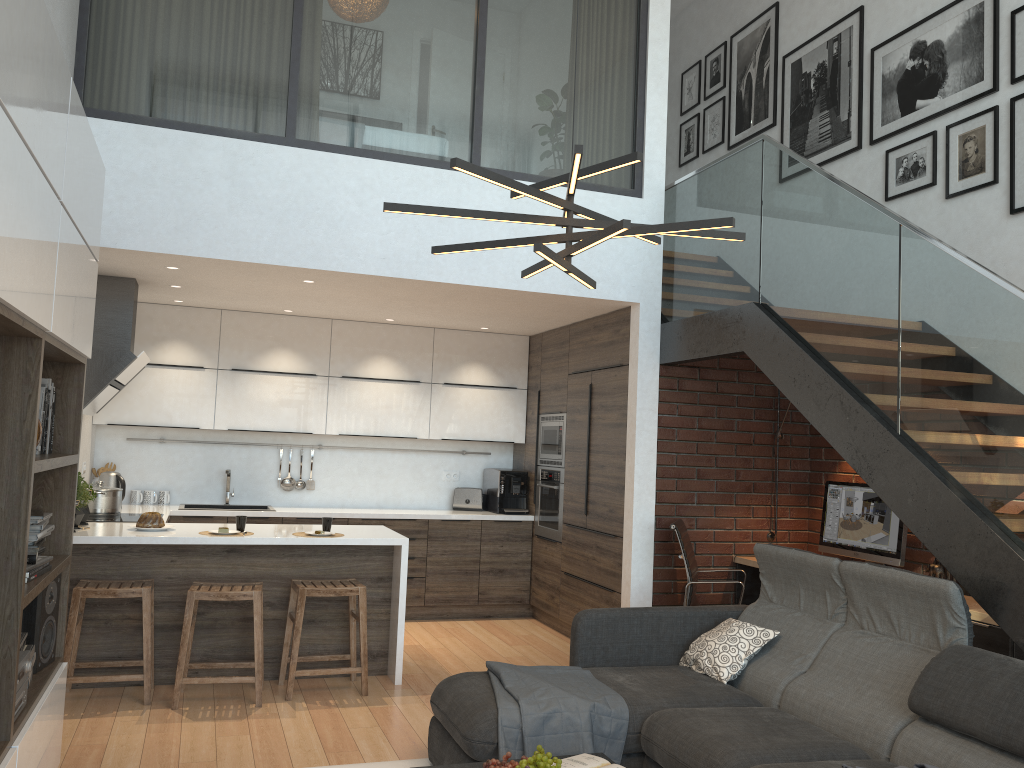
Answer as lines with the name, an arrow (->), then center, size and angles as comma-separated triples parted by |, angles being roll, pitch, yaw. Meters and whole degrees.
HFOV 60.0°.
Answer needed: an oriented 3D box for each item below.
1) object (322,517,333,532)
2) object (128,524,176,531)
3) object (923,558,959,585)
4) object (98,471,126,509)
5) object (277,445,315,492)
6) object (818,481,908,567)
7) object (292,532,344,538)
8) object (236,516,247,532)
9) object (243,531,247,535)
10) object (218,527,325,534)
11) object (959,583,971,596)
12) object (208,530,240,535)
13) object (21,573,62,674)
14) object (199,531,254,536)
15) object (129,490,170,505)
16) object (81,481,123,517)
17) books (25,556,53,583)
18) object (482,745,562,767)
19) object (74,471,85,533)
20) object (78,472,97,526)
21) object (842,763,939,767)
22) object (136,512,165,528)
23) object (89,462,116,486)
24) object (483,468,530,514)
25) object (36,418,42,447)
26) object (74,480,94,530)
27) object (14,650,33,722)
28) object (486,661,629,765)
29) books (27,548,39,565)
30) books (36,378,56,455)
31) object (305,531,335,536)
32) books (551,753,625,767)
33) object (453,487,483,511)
object -> -1.114, 0.851, 5.336 | 0.066, 0.093, 0.066 | -2, -6, 44
object -> -2.087, 0.834, 5.144 | 0.261, 0.021, 0.261 | 4, -4, -25
object -> 2.364, 1.039, 4.911 | 0.149, 0.160, 0.252 | 3, -4, -10
object -> -2.886, 0.763, 6.367 | 0.179, 0.270, 0.220 | 5, -5, -32
object -> -1.793, 0.697, 7.364 | 0.320, 0.389, 0.069 | 4, -4, -18
object -> 2.066, 0.875, 5.436 | 0.431, 0.535, 0.716 | 4, -4, -19
object -> -1.146, 0.892, 5.252 | 0.304, 0.002, 0.304 | 1, -4, 13
object -> -1.591, 0.822, 5.204 | 0.066, 0.093, 0.066 | 1, -4, 17
object -> -1.536, 0.858, 5.093 | 0.025, 0.011, 0.126 | 4, -4, -15
object -> -1.387, 0.850, 5.133 | 0.597, 0.039, 0.064 | 4, -4, -23
object -> 2.430, 1.040, 4.593 | 0.149, 0.119, 0.166 | 4, -4, -22
object -> -1.645, 0.850, 5.073 | 0.176, 0.014, 0.176 | 5, -5, -29
object -> -1.835, 0.877, 3.282 | 0.244, 0.331, 0.214 | 3, -4, -9
object -> -1.645, 0.861, 5.111 | 0.305, 0.002, 0.305 | -1, -5, 40
object -> -2.838, 0.889, 6.955 | 0.297, 0.105, 0.112 | 4, -4, -17
object -> -2.723, 0.750, 5.841 | 0.288, 0.223, 0.315 | 1, -4, 22
books -> -1.681, 0.606, 2.912 | 0.250, 0.047, 0.310 | 3, -4, -14
object -> 0.032, 1.184, 2.703 | 0.256, 0.173, 0.279 | 4, -4, -22
object -> -2.432, 0.625, 4.846 | 0.186, 0.367, 0.196 | 4, -4, -19
object -> -2.561, 0.675, 5.236 | 0.179, 0.311, 0.172 | 3, -4, -8
object -> 1.408, 1.248, 2.600 | 0.411, 0.118, 0.905 | 6, -6, -43
object -> -2.099, 0.795, 5.154 | 0.155, 0.101, 0.161 | 4, -4, -23
object -> -3.091, 0.758, 6.746 | 0.221, 0.316, 0.330 | 4, -4, -19
object -> -0.047, 0.926, 7.702 | 0.274, 0.378, 0.532 | 4, -4, -19
object -> -1.693, 0.160, 3.055 | 0.130, 0.171, 0.130 | 1, -4, 20
object -> -2.503, 0.678, 5.048 | 0.221, 0.283, 0.211 | 3, -4, -6
object -> -1.611, 0.922, 2.655 | 0.270, 0.174, 0.285 | 4, -4, -19
object -> 0.158, 1.393, 3.648 | 0.548, 0.369, 0.685 | 3, -4, -11
books -> -1.709, 0.566, 2.914 | 0.266, 0.030, 0.209 | 4, -5, -26
books -> -1.832, 0.115, 3.292 | 0.201, 0.287, 0.332 | 4, -4, -19
object -> -1.129, 0.881, 5.213 | 0.176, 0.014, 0.176 | 4, -4, -15
books -> 0.262, 1.283, 2.938 | 0.199, 0.025, 0.294 | 6, -5, -40
object -> -0.381, 1.005, 7.739 | 0.260, 0.195, 0.177 | 2, -4, 1
